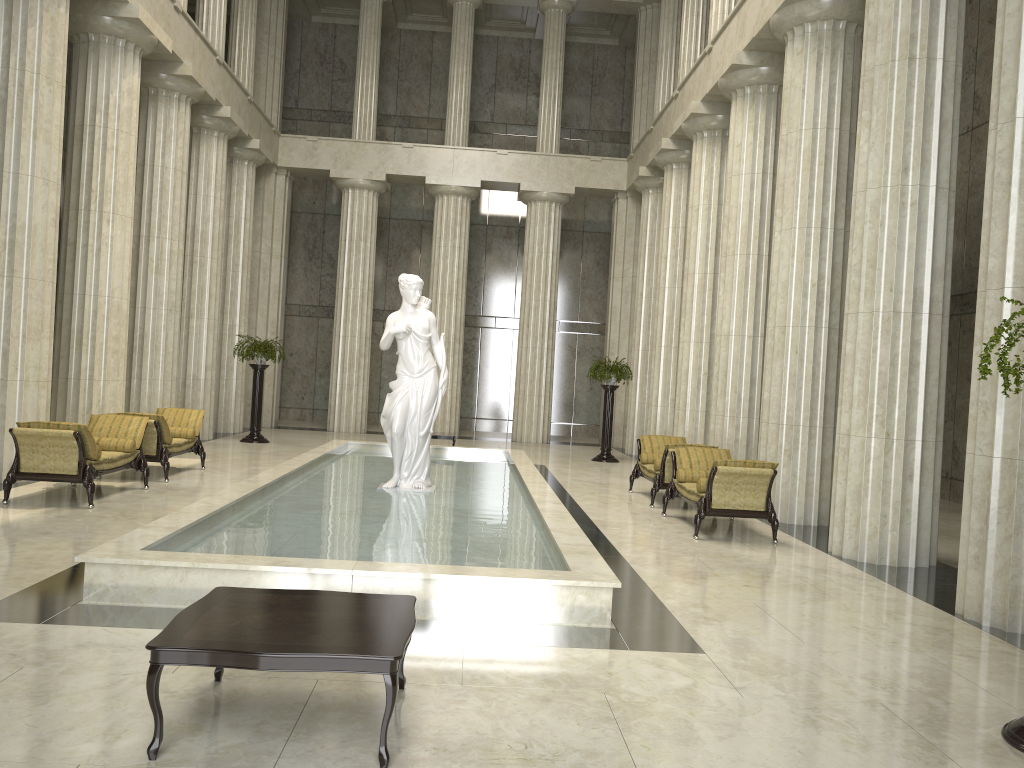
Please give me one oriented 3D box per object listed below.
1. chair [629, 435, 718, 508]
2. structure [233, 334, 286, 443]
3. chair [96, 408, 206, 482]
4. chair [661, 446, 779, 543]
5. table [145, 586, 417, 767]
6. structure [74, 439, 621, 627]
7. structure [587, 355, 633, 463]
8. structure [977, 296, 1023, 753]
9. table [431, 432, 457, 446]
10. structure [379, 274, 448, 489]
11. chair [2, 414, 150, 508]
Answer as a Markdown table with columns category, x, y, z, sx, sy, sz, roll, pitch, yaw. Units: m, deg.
| category | x | y | z | sx | sy | sz | roll | pitch | yaw |
| --- | --- | --- | --- | --- | --- | --- | --- | --- | --- |
| chair | 2.448 | 1.315 | 13.541 | 0.993 | 0.950 | 2.172 | 3 | 0 | -3 |
| structure | -5.637 | 0.096 | 19.680 | 1.159 | 2.386 | 1.053 | 3 | 0 | -8 |
| chair | -5.287 | 0.860 | 13.172 | 0.993 | 0.950 | 2.172 | 3 | 0 | -3 |
| chair | 2.565 | 1.331 | 11.076 | 0.993 | 0.950 | 2.172 | 3 | 0 | -3 |
| table | -1.046 | 1.372 | 4.277 | 1.134 | 0.494 | 1.123 | 3 | 0 | -4 |
| structure | -1.393 | 1.502 | 11.906 | 3.754 | 0.508 | 11.573 | 3 | 0 | -3 |
| structure | 2.176 | 0.555 | 20.047 | 1.053 | 2.386 | 1.159 | 3 | 0 | 2 |
| structure | 2.936 | 0.658 | 4.433 | 1.159 | 2.386 | 1.053 | 3 | 0 | 27 |
| table | -1.726 | 1.278 | 18.629 | 1.134 | 0.494 | 1.123 | 3 | 0 | -4 |
| structure | -1.332 | 0.050 | 11.873 | 0.940 | 3.044 | 0.729 | 3 | 0 | -8 |
| chair | -5.170 | 0.877 | 10.707 | 0.993 | 0.950 | 2.172 | 3 | 0 | -3 |
